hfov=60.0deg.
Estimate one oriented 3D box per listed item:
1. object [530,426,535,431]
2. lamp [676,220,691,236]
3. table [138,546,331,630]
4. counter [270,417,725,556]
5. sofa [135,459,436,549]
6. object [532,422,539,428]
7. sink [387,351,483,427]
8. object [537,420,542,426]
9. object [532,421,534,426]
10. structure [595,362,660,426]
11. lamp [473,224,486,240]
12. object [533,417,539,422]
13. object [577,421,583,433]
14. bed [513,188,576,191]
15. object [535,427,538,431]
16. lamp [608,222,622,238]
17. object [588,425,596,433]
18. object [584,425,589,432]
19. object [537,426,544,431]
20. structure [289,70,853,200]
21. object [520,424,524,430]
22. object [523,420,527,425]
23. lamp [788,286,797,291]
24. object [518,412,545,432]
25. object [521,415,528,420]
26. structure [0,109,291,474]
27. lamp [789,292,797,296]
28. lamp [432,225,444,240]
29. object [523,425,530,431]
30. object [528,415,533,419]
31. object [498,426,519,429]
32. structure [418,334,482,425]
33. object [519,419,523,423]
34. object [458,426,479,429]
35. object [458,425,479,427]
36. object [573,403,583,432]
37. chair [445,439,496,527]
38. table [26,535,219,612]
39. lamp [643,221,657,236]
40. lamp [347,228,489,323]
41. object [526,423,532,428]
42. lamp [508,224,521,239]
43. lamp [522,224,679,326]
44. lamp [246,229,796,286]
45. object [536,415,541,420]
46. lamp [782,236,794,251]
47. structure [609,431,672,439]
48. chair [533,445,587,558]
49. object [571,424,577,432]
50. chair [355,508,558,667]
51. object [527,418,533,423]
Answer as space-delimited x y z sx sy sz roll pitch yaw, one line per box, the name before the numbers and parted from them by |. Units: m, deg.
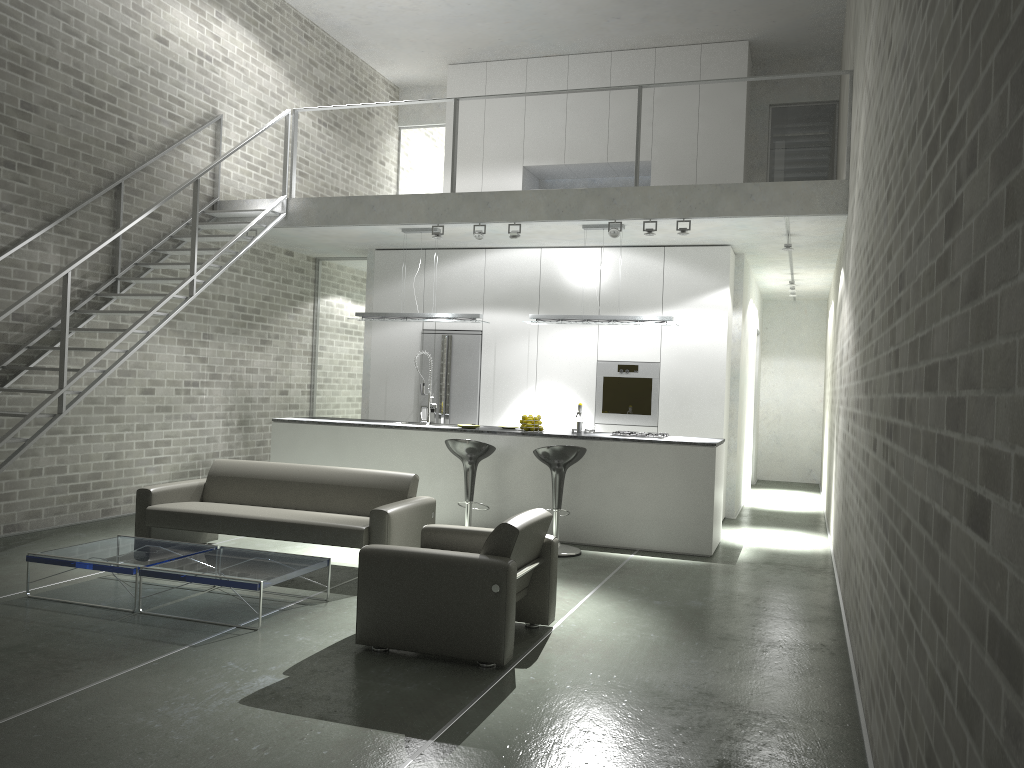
object | 0.193 0.420 8.395 0.051 0.053 0.063 2 0 16
lamp | 1.572 -1.432 8.126 0.109 0.135 0.109 2 0 -24
table | -1.658 1.216 5.381 0.820 0.270 0.800 2 0 18
counter | -0.218 0.914 8.702 4.400 0.960 0.900 2 0 18
sofa | -1.709 0.993 6.667 2.114 0.717 0.902 2 0 18
object | 0.222 0.386 8.406 0.061 0.055 0.051 2 0 -13
sink | -0.784 0.184 9.018 0.987 1.023 0.546 2 0 18
object | 0.258 0.373 8.453 0.061 0.054 0.053 2 0 -36
object | 0.201 0.382 8.429 0.051 0.053 0.062 2 0 16
structure | 1.262 0.107 9.742 0.692 0.680 0.036 2 0 18
lamp | -0.323 -1.497 8.740 0.115 0.151 0.115 2 0 -29
object | 0.225 0.336 8.412 0.051 0.053 0.063 2 0 21
object | 0.651 0.415 8.565 0.060 0.106 0.060 2 0 12
bed | 0.636 -2.245 11.160 1.341 0.792 1.957 2 0 18
object | 0.226 0.424 8.469 0.061 0.055 0.050 2 0 -36
lamp | 0.961 -1.446 8.309 0.131 0.154 0.098 2 0 18
object | 0.778 0.438 8.624 0.064 0.070 0.063 2 0 26
object | 0.741 0.436 8.709 0.064 0.070 0.063 2 0 -34
object | 0.272 0.423 8.432 0.062 0.052 0.053 2 0 -42
structure | 0.304 -2.332 8.564 5.560 0.972 0.070 2 0 18
object | 0.106 0.410 8.473 0.060 0.057 0.052 2 0 10
object | 0.133 0.365 8.440 0.062 0.053 0.052 2 0 -20
lamp | 3.835 -1.336 12.124 0.109 0.132 0.109 2 0 -30
object | 0.187 0.362 8.463 0.189 0.174 0.207 2 0 -27
object | 0.120 0.320 8.454 0.053 0.051 0.063 2 0 -34
structure | -3.535 -0.841 7.481 0.902 4.246 4.345 2 0 18
lamp | 4.027 -1.325 12.708 0.109 0.135 0.109 2 0 -30
lamp | -0.744 -1.521 8.886 0.109 0.136 0.109 2 0 -30
object | 0.143 0.417 8.425 0.064 0.063 0.074 2 0 29
object | 0.178 0.319 8.465 0.051 0.053 0.063 2 0 10
object | -0.031 0.433 8.806 0.216 0.017 0.217 2 0 44
structure | -0.739 0.367 10.425 0.743 1.900 0.160 2 0 18
object | 0.099 0.363 8.491 0.053 0.051 0.063 2 0 -23
object | -0.414 0.418 8.505 0.217 0.017 0.216 2 0 -39
object | -0.413 0.408 8.505 0.217 0.017 0.216 2 0 -39
object | 0.666 0.324 8.575 0.088 0.288 0.101 2 0 -42
chair | -0.377 0.941 7.833 0.457 0.931 0.464 2 0 32
table | -2.454 1.185 5.643 0.820 0.270 0.800 2 0 18
lamp | 1.280 -1.443 8.222 0.109 0.135 0.109 2 0 -24
lamp | -0.963 -1.133 9.237 1.490 0.964 0.290 2 0 18
object | 0.161 0.391 8.372 0.061 0.054 0.052 2 0 -15
lamp | 0.028 -1.483 8.646 0.115 0.151 0.115 2 0 -29
lamp | 0.874 -1.063 8.631 1.490 0.964 0.290 2 0 18
lamp | 0.414 -1.471 10.548 6.854 0.136 0.110 2 0 -17
object | 0.254 0.324 8.472 0.050 0.060 0.059 2 0 8
lamp | 2.724 -1.387 8.751 0.109 0.132 0.109 2 0 -30
structure | 1.198 0.470 8.238 0.500 0.038 0.500 2 0 18
chair | 0.390 0.970 7.544 0.457 0.931 0.464 2 0 -1
object | 0.616 0.431 8.672 0.064 0.070 0.063 2 0 -34
chair | -0.299 1.044 4.930 0.910 0.717 0.963 2 0 18
object | 0.168 0.345 8.398 0.061 0.052 0.053 2 0 21
